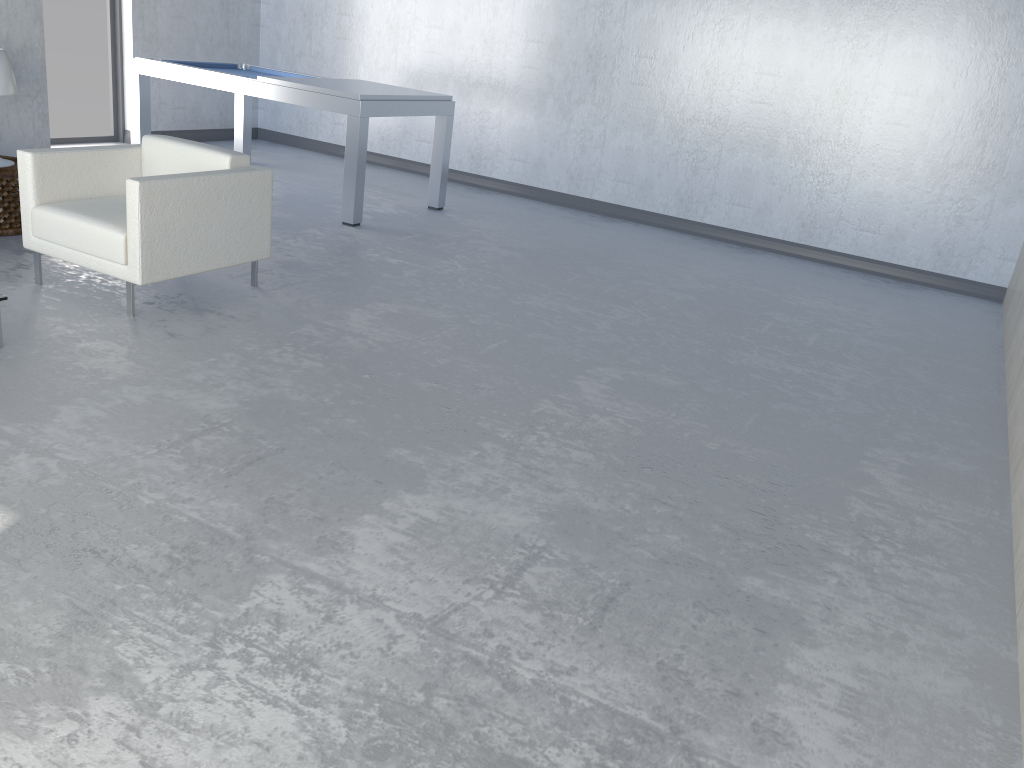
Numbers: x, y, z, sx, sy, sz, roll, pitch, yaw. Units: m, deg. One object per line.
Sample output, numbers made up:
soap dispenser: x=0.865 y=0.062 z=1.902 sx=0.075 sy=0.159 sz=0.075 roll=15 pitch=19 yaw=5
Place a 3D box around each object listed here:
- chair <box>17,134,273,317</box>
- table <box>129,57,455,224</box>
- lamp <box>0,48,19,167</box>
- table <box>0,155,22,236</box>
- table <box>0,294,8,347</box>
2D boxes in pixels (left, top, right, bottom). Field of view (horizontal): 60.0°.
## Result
chair: x=-1.689 y=-0.780 z=4.142 sx=0.748 sy=0.662 sz=0.821 roll=17 pitch=23 yaw=23
table: x=-1.666 y=-1.908 z=6.724 sx=2.095 sy=0.835 sz=1.180 roll=17 pitch=23 yaw=23
lamp: x=-2.758 y=-1.445 z=4.610 sx=0.347 sy=0.582 sz=0.347 roll=6 pitch=21 yaw=-6
table: x=-2.816 y=-1.020 z=4.779 sx=0.452 sy=0.358 sz=0.452 roll=8 pitch=21 yaw=0
table: x=-2.398 y=-0.246 z=3.182 sx=0.773 sy=0.190 sz=0.730 roll=17 pitch=23 yaw=23
